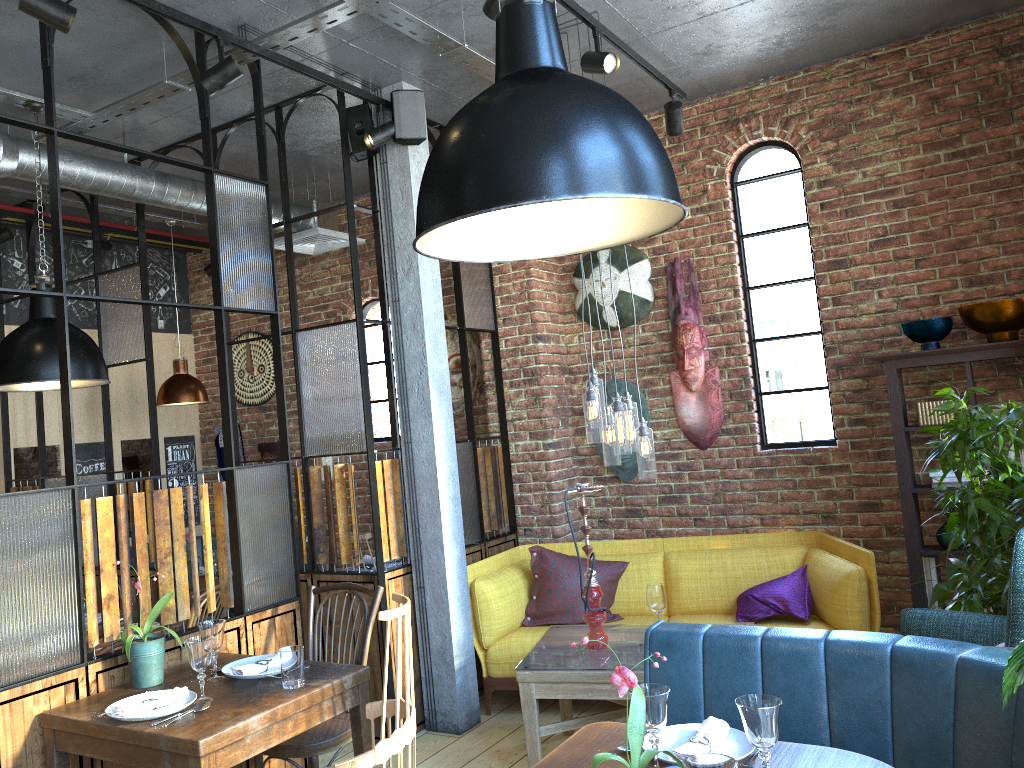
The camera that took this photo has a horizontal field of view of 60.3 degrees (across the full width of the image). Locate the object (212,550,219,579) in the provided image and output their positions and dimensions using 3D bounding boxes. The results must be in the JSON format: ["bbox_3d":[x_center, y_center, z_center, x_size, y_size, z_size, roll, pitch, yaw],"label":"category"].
[{"bbox_3d":[-2.102,1.278,6.232,0.100,0.192,0.096,-6,-4,11],"label":"object"}]

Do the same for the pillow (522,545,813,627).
[{"bbox_3d":[0.804,1.063,4.751,1.542,0.454,0.387,-6,-4,21],"label":"pillow"}]

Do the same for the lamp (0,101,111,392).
[{"bbox_3d":[-2.178,-0.648,4.083,0.553,1.330,0.504,-10,-6,44],"label":"lamp"}]

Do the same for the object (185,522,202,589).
[{"bbox_3d":[-2.163,1.150,5.887,0.149,0.428,0.198,-6,-4,9],"label":"object"}]

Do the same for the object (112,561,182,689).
[{"bbox_3d":[-1.258,0.818,3.047,0.201,0.428,0.143,-4,-5,-24],"label":"object"}]

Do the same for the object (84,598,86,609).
[{"bbox_3d":[-2.016,0.926,3.954,0.208,0.432,0.142,-2,-5,-40],"label":"object"}]

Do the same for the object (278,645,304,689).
[{"bbox_3d":[-0.706,0.911,2.833,0.087,0.120,0.081,-7,-4,21],"label":"object"}]

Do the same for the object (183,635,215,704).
[{"bbox_3d":[-0.976,0.897,2.767,0.097,0.192,0.100,-5,-4,-11],"label":"object"}]

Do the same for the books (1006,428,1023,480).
[{"bbox_3d":[2.389,0.338,4.158,0.129,0.259,0.156,-8,-5,31],"label":"books"}]

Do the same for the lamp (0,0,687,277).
[{"bbox_3d":[-3.257,-1.090,3.804,6.524,0.274,6.916,-7,-3,31],"label":"lamp"}]

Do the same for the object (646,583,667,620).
[{"bbox_3d":[0.645,1.000,3.897,0.088,0.229,0.093,-4,-4,-21],"label":"object"}]

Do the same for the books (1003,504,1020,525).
[{"bbox_3d":[2.374,0.635,4.150,0.089,0.273,0.165,-8,-5,31],"label":"books"}]

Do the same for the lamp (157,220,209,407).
[{"bbox_3d":[-2.421,-0.520,6.363,0.381,1.338,0.354,-8,-5,24],"label":"lamp"}]

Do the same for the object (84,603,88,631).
[{"bbox_3d":[-1.982,1.084,4.101,0.086,0.120,0.082,-6,-4,14],"label":"object"}]

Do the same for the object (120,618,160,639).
[{"bbox_3d":[-1.708,1.090,4.011,0.281,0.051,0.310,-7,-3,35],"label":"object"}]

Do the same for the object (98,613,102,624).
[{"bbox_3d":[-2.082,1.135,4.233,0.281,0.051,0.310,-7,-3,35],"label":"object"}]

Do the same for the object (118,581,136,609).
[{"bbox_3d":[-1.798,1.033,4.142,0.094,0.192,0.102,-3,-5,-34],"label":"object"}]

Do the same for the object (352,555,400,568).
[{"bbox_3d":[-0.815,1.067,5.354,0.281,0.051,0.310,-7,-3,35],"label":"object"}]

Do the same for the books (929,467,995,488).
[{"bbox_3d":[2.181,0.451,4.268,0.280,0.080,0.171,-7,-3,32],"label":"books"}]

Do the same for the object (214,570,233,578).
[{"bbox_3d":[-1.968,1.340,6.287,0.339,0.051,0.257,-7,-3,35],"label":"object"}]

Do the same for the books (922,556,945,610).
[{"bbox_3d":[2.289,0.797,4.199,0.611,0.576,0.182,-7,-5,31],"label":"books"}]

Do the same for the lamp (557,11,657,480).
[{"bbox_3d":[0.293,-0.618,4.049,0.276,2.125,0.523,-3,-5,-35],"label":"lamp"}]

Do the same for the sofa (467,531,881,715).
[{"bbox_3d":[0.820,1.261,4.697,2.046,0.765,0.768,-6,-4,17],"label":"sofa"}]

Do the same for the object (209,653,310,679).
[{"bbox_3d":[-0.886,0.973,3.069,0.339,0.051,0.257,-7,-3,35],"label":"object"}]

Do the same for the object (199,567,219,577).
[{"bbox_3d":[-2.318,1.379,6.461,0.318,0.051,0.275,-5,-3,-15],"label":"object"}]

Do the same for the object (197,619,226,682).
[{"bbox_3d":[-1.020,0.912,3.012,0.099,0.192,0.097,-6,-4,7],"label":"object"}]

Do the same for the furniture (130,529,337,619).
[{"bbox_3d":[-2.318,1.598,6.494,1.503,0.824,1.427,-7,-3,31],"label":"furniture"}]

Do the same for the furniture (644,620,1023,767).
[{"bbox_3d":[0.469,1.118,1.418,1.422,0.824,2.500,-7,-3,31],"label":"furniture"}]

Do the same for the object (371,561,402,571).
[{"bbox_3d":[-0.656,1.039,5.032,0.339,0.051,0.257,-7,-3,35],"label":"object"}]

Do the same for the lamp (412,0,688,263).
[{"bbox_3d":[0.006,-0.950,1.770,0.505,1.330,0.552,-2,-6,-41],"label":"lamp"}]

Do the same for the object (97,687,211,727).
[{"bbox_3d":[-1.090,0.975,2.693,0.339,0.051,0.257,-7,-3,35],"label":"object"}]

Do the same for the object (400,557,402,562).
[{"bbox_3d":[-0.643,1.014,5.301,0.081,0.120,0.087,-3,-4,-28],"label":"object"}]

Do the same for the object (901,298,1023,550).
[{"bbox_3d":[2.269,0.504,4.194,0.632,1.765,0.314,-8,-5,26],"label":"object"}]

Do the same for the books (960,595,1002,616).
[{"bbox_3d":[2.288,1.040,4.168,0.316,0.088,0.234,-7,-3,33],"label":"books"}]
